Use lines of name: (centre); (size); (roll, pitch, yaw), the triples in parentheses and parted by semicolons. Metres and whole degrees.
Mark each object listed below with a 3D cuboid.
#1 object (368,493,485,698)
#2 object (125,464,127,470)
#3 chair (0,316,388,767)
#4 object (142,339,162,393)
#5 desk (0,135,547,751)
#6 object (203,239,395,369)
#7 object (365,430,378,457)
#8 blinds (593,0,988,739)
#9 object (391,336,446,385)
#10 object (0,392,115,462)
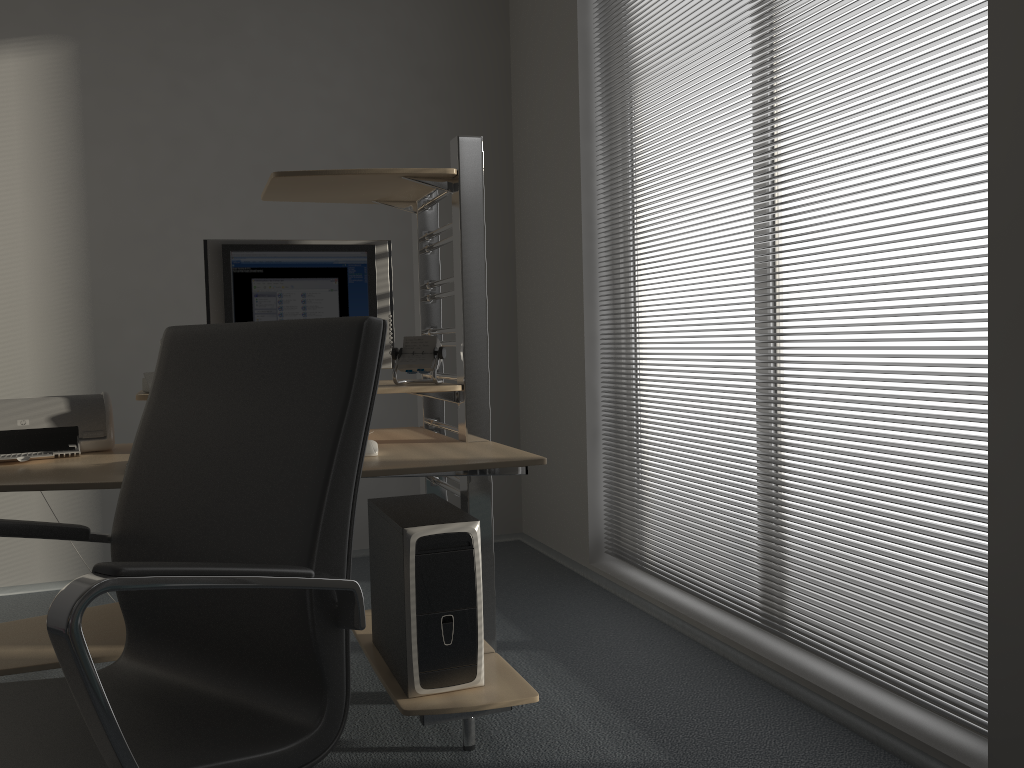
object: (-0.239, 0.548, 2.393); (0.199, 0.422, 0.471); (-2, 3, -20)
object: (-0.720, 0.188, 2.394); (0.478, 0.082, 0.814); (-2, 3, -12)
chair: (-0.550, 0.440, 1.181); (0.584, 1.048, 0.652); (1, 3, 36)
object: (-0.942, -0.055, 2.457); (0.150, 0.151, 0.119); (-3, 3, -34)
desk: (-0.771, 0.135, 2.265); (1.469, 1.566, 0.967); (-2, 3, -20)
object: (-0.606, -0.204, 2.599); (0.516, 0.418, 0.245); (-2, 3, -5)
object: (-0.410, 0.170, 2.538); (0.168, 0.088, 0.742); (-2, 3, -18)
blinds: (0.707, -0.623, 2.786); (0.037, 2.749, 1.950); (-2, 3, -20)
object: (-0.260, -0.067, 2.496); (0.154, 0.135, 0.093); (-1, 3, 17)
object: (-1.286, 0.114, 2.333); (0.438, 0.162, 0.351); (-3, 3, -28)
